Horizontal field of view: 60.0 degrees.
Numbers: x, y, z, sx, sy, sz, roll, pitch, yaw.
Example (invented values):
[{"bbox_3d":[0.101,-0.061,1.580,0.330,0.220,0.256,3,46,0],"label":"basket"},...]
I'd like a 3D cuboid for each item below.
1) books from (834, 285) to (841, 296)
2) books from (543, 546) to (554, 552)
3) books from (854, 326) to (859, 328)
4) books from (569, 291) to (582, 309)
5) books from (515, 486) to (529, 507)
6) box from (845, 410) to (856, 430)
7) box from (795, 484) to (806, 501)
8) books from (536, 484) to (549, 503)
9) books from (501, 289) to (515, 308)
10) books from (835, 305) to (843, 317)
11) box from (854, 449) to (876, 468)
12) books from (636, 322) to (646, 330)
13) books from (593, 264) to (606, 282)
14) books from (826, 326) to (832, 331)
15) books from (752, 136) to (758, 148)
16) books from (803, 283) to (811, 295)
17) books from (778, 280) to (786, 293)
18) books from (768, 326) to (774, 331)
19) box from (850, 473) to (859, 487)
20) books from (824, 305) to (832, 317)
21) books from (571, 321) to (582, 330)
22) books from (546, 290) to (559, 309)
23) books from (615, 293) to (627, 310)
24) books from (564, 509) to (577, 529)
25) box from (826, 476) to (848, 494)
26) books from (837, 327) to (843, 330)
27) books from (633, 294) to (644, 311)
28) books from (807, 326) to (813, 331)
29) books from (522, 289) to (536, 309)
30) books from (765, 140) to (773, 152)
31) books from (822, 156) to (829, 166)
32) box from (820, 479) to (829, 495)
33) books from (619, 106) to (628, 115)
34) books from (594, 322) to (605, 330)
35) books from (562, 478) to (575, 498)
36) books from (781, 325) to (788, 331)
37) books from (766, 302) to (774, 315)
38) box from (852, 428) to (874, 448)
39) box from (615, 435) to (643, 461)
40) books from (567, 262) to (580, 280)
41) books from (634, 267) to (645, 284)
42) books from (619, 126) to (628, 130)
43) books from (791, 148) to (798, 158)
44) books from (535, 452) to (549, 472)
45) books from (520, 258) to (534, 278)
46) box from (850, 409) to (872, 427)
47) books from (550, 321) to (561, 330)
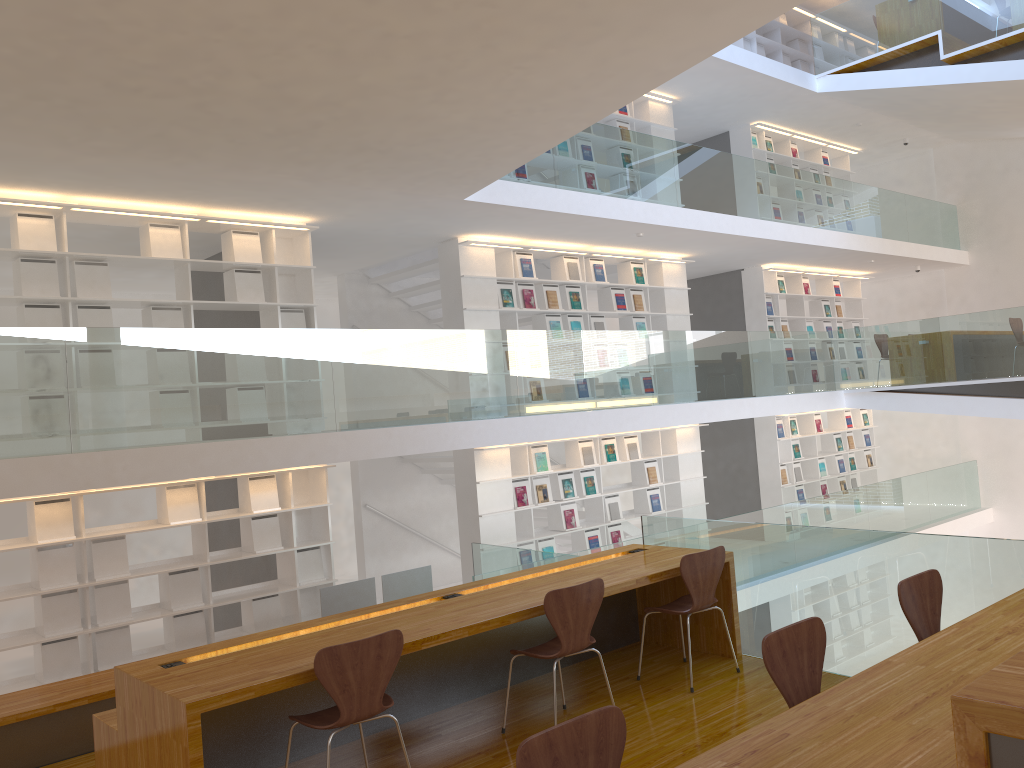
[{"bbox_3d":[5.105,-1.443,13.905,0.145,0.210,0.037,-3,-2,-41],"label":"books"},{"bbox_3d":[0.394,1.822,9.349,0.145,0.210,0.037,-3,-2,-41],"label":"books"},{"bbox_3d":[5.557,-0.823,14.240,0.145,0.210,0.037,-3,-2,-41],"label":"books"},{"bbox_3d":[0.711,-0.928,9.904,0.145,0.210,0.037,-3,-2,-41],"label":"books"},{"bbox_3d":[0.101,1.165,9.163,0.145,0.210,0.037,-3,-2,-41],"label":"books"},{"bbox_3d":[5.198,0.562,13.923,0.245,0.296,0.274,-3,-2,-41],"label":"box"},{"bbox_3d":[4.105,1.601,12.859,0.245,0.296,0.274,-3,-2,-41],"label":"box"},{"bbox_3d":[0.325,1.170,9.371,0.145,0.210,0.037,-3,-2,-41],"label":"books"},{"bbox_3d":[-0.046,-0.888,9.240,0.145,0.210,0.037,-3,-2,-41],"label":"books"},{"bbox_3d":[5.129,-1.130,13.895,0.145,0.210,0.037,-3,-2,-41],"label":"books"},{"bbox_3d":[5.652,1.197,14.258,0.245,0.296,0.274,-3,-2,-41],"label":"box"},{"bbox_3d":[1.555,-0.636,10.616,0.145,0.210,0.037,-3,-2,-41],"label":"books"},{"bbox_3d":[1.005,-1.274,10.197,0.145,0.210,0.037,-3,-2,-41],"label":"books"},{"bbox_3d":[4.895,-0.782,13.650,0.145,0.210,0.037,-3,-2,-41],"label":"books"},{"bbox_3d":[3.450,-3.433,12.650,0.145,0.210,0.037,-3,-2,-41],"label":"books"},{"bbox_3d":[4.425,-1.410,13.304,0.145,0.210,0.037,-3,-2,-41],"label":"books"},{"bbox_3d":[3.908,-1.401,12.849,0.145,0.210,0.037,-3,-2,-41],"label":"books"},{"bbox_3d":[3.677,-0.723,12.574,0.145,0.210,0.037,-3,-2,-41],"label":"books"},{"bbox_3d":[5.281,1.544,13.897,0.245,0.296,0.274,-3,-2,-41],"label":"box"},{"bbox_3d":[4.867,-1.117,13.663,0.145,0.210,0.037,-3,-2,-41],"label":"books"},{"bbox_3d":[0.723,-0.598,9.885,0.145,0.210,0.037,-3,-2,-41],"label":"books"},{"bbox_3d":[0.443,-0.915,9.671,0.145,0.210,0.037,-3,-2,-41],"label":"books"},{"bbox_3d":[1.278,-0.958,10.409,0.145,0.210,0.037,-3,-2,-41],"label":"books"},{"bbox_3d":[0.630,1.466,9.597,0.145,0.210,0.037,-3,-2,-41],"label":"books"},{"bbox_3d":[5.012,1.557,13.660,0.245,0.296,0.274,-3,-2,-41],"label":"box"},{"bbox_3d":[5.146,-0.794,13.872,0.145,0.210,0.037,-3,-2,-41],"label":"books"},{"bbox_3d":[1.515,-0.967,10.618,0.145,0.210,0.037,-3,-2,-41],"label":"books"},{"bbox_3d":[4.474,-0.768,13.283,0.145,0.210,0.037,-3,-2,-41],"label":"books"},{"bbox_3d":[0.183,-0.903,9.441,0.145,0.210,0.037,-3,-2,-41],"label":"books"},{"bbox_3d":[3.751,-3.444,12.915,0.145,0.210,0.037,-3,-2,-41],"label":"books"},{"bbox_3d":[4.948,-3.486,13.971,0.145,0.210,0.037,-3,-2,-41],"label":"books"},{"bbox_3d":[4.589,1.578,13.286,0.245,0.296,0.274,-3,-2,-41],"label":"box"},{"bbox_3d":[1.334,-3.313,10.694,0.145,0.210,0.037,-3,-2,-41],"label":"books"},{"bbox_3d":[1.010,-0.605,10.134,0.145,0.210,0.037,-3,-2,-41],"label":"books"},{"bbox_3d":[0.611,1.134,9.615,0.145,0.210,0.037,-3,-2,-41],"label":"books"},{"bbox_3d":[3.951,-0.746,12.821,0.145,0.210,0.037,-3,-2,-41],"label":"books"},{"bbox_3d":[3.657,-1.060,12.590,0.145,0.210,0.037,-3,-2,-41],"label":"books"},{"bbox_3d":[5.616,0.869,14.260,0.245,0.296,0.274,-3,-2,-41],"label":"box"},{"bbox_3d":[-1.089,2.609,8.102,7.125,3.764,0.498,-3,-2,-41],"label":"box"},{"bbox_3d":[0.691,-1.257,9.919,0.145,0.210,0.037,-3,-2,-41],"label":"books"},{"bbox_3d":[1.530,-1.298,10.660,0.145,0.210,0.037,-3,-2,-41],"label":"books"},{"bbox_3d":[1.358,-3.000,10.684,0.145,0.210,0.037,-3,-2,-41],"label":"books"},{"bbox_3d":[4.267,-3.453,13.370,0.145,0.210,0.037,-3,-2,-41],"label":"books"},{"bbox_3d":[0.315,0.829,9.380,0.145,0.210,0.037,-3,-2,-41],"label":"books"},{"bbox_3d":[0.160,-1.233,9.451,0.145,0.210,0.037,-3,-2,-41],"label":"books"},{"bbox_3d":[5.591,0.543,14.270,0.245,0.296,0.274,-3,-2,-41],"label":"box"},{"bbox_3d":[0.482,-0.584,9.668,0.145,0.210,0.037,-3,-2,-41],"label":"books"}]
